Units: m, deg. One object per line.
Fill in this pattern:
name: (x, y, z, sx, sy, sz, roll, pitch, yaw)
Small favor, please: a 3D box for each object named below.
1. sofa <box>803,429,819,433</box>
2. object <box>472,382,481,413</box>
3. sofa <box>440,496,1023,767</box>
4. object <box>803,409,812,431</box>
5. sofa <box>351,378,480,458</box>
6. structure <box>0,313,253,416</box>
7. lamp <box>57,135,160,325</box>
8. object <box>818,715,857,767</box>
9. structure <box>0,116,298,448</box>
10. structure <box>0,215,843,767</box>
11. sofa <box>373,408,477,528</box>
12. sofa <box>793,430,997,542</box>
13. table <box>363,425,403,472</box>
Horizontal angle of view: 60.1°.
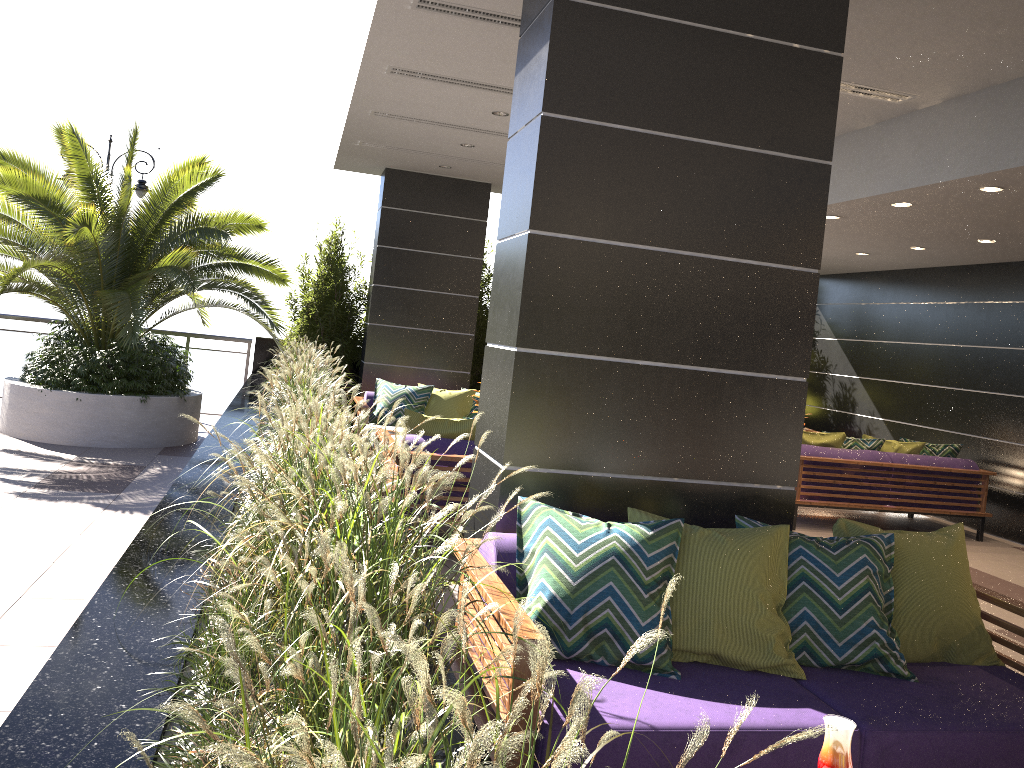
sofa: (2.814, 0.706, 11.187, 2.122, 0.920, 1.122, 6, 2, -14)
object: (-0.153, 0.224, 7.519, 0.430, 0.526, 0.425, 6, 1, 3)
sofa: (0.893, 0.945, 3.104, 2.122, 0.920, 1.122, 6, 2, -14)
object: (3.135, 0.453, 9.903, 0.430, 0.526, 0.425, 6, 1, 3)
sofa: (-0.482, 0.479, 8.740, 2.122, 0.920, 1.122, 6, 2, -14)
structure: (-7.242, 0.079, 1.273, 12.896, 1.058, 17.544, 5, 3, -14)
lamp: (-4.972, -1.329, 10.568, 1.120, 3.328, 0.264, 6, 0, -14)
object: (0.684, 0.804, 1.872, 0.068, 0.181, 0.069, 6, 0, -31)
structure: (-4.121, -1.137, 9.114, 3.762, 3.303, 3.792, 7, 2, 29)
structure: (3.322, 0.226, 0.841, 7.804, 3.121, 24.786, 6, 3, -14)
sofa: (0.127, 0.685, 6.246, 2.122, 0.920, 1.122, 6, 2, -14)
sofa: (3.423, 0.912, 8.693, 2.122, 0.920, 1.122, 6, 2, -14)
table: (-0.210, 0.761, 7.514, 2.033, 0.554, 0.944, 6, 2, -14)
